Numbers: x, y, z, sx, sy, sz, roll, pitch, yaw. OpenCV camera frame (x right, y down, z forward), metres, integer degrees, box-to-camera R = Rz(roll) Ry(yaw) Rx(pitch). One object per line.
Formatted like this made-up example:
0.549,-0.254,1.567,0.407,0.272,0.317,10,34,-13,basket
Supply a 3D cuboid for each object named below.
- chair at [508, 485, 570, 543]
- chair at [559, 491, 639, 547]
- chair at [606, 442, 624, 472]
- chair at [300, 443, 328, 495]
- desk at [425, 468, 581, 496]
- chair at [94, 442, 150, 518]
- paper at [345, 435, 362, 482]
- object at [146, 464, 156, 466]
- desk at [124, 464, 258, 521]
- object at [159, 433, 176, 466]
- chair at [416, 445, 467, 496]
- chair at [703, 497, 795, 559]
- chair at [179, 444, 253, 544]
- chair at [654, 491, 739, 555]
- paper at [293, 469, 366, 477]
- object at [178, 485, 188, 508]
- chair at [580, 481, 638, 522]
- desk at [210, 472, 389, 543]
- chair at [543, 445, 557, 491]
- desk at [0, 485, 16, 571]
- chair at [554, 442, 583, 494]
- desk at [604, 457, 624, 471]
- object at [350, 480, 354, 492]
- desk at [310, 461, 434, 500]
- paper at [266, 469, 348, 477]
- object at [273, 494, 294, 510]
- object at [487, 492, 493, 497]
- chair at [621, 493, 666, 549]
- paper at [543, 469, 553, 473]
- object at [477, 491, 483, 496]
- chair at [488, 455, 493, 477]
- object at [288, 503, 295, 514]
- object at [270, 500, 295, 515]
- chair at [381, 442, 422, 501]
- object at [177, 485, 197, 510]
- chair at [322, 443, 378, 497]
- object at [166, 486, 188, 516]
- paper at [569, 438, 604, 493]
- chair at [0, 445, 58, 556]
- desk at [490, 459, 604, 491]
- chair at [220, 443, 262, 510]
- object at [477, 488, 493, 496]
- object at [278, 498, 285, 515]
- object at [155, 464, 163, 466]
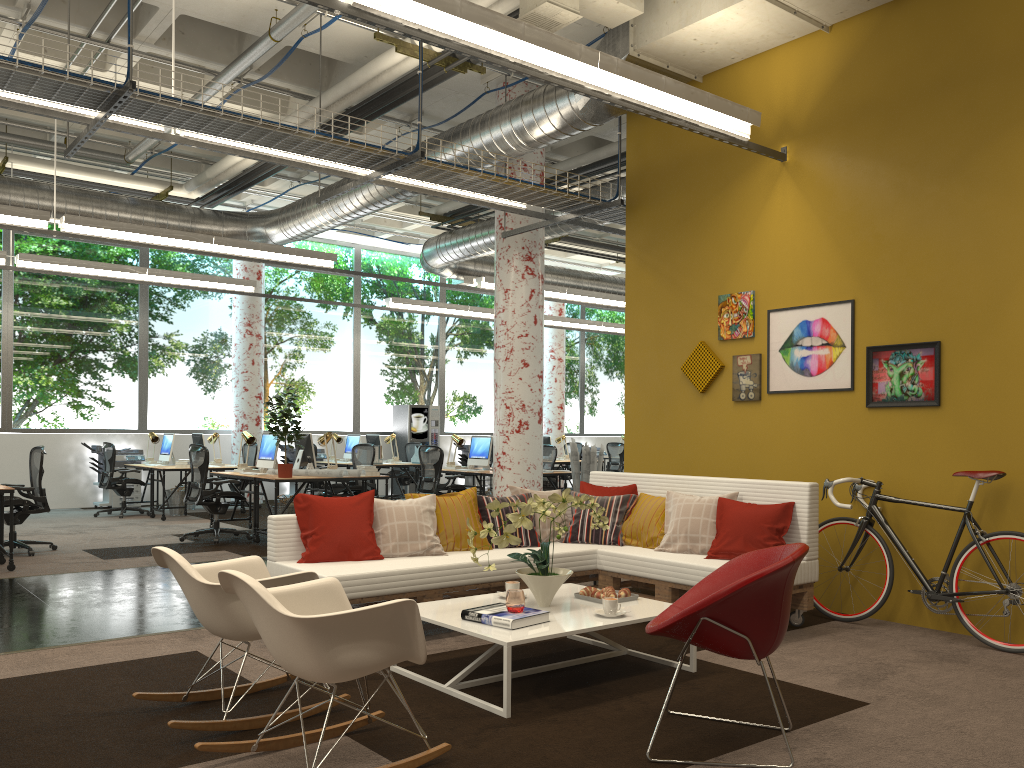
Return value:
0.239,0.966,6.543,0.546,0.437,0.335,2,-2,-33,chair
0.630,0.989,6.463,0.516,0.392,0.358,0,-2,21,chair
2.402,1.821,19.436,0.770,1.085,0.793,0,-2,35,chair
-3.266,1.521,14.941,0.770,1.085,0.793,0,-2,35,chair
-0.136,1.580,12.473,1.402,0.723,1.942,3,-4,-38,desk
-5.714,1.392,12.999,0.770,1.085,0.793,0,-2,35,chair
-2.916,1.561,16.629,0.440,1.198,0.412,0,-1,30,paper
-5.375,1.215,13.252,0.118,0.017,0.439,3,-4,-38,object
-4.892,1.600,13.430,1.402,0.723,1.942,3,-4,-38,desk
-5.183,0.990,13.371,0.190,0.485,0.484,1,-2,-38,object
-0.958,1.372,12.042,0.770,1.085,0.793,0,-2,35,chair
1.519,0.937,5.635,0.519,0.394,0.335,-1,-2,29,chair
-3.371,1.218,10.043,0.770,1.085,0.793,0,-2,35,chair
1.241,0.935,5.960,0.526,0.427,0.312,-1,-2,30,chair
-2.194,1.001,10.051,1.134,0.082,0.083,-1,-2,16,paper
-5.238,1.794,14.088,0.120,0.403,0.235,1,-1,-38,object
0.721,0.967,6.745,0.534,0.437,0.287,0,-1,24,chair
-2.548,1.426,10.474,1.402,0.724,1.942,3,-4,-38,desk
0.349,1.455,13.316,0.770,1.085,0.793,0,-2,35,chair
-5.501,1.290,8.096,1.402,0.723,1.942,3,-4,-38,desk
1.164,1.769,18.691,0.770,1.085,0.793,0,-2,35,chair
3.224,2.029,19.867,1.402,0.723,1.942,3,-4,-38,desk
-2.897,1.973,16.620,0.353,0.398,0.353,1,-2,-19,object
-2.444,1.729,15.372,1.402,0.723,1.942,3,-4,-38,desk
-2.326,0.994,9.947,1.134,0.082,0.083,-1,-2,26,paper
-2.829,1.610,11.177,0.353,0.435,0.359,2,-2,-42,object
-0.197,1.709,12.180,0.353,0.435,0.359,2,-2,-42,object
0.996,0.983,6.287,0.367,0.381,0.521,2,-3,-42,chair
0.192,1.163,11.871,0.626,0.061,0.568,3,-4,-41,paper
-0.482,1.775,13.131,0.120,0.403,0.235,1,-1,-38,object
-0.143,1.687,17.418,0.770,1.085,0.793,0,-2,35,chair
-2.545,1.571,10.225,0.120,0.403,0.235,1,-1,-38,object
-2.610,1.555,10.180,0.353,0.435,0.359,2,-2,-42,object
-1.959,1.604,16.214,0.770,1.085,0.793,0,-2,35,chair
-5.173,1.784,14.133,0.353,0.435,0.359,2,-2,-42,object
-2.064,1.301,11.316,0.770,1.085,0.793,0,-2,35,chair
-4.953,1.729,13.136,0.353,0.435,0.359,2,-2,-42,object
0.973,1.311,11.752,0.440,1.198,0.412,0,-1,30,paper
-5.017,1.164,8.938,0.770,1.085,0.793,0,-2,35,chair
0.679,1.895,17.849,1.402,0.723,1.942,3,-4,-38,desk
-4.407,1.475,14.272,0.770,1.085,0.793,0,-2,35,chair
-0.417,1.765,13.176,0.353,0.435,0.359,2,-2,-42,object
-2.894,1.621,11.132,0.120,0.403,0.235,1,-1,-38,object
-5.177,1.195,12.990,0.106,0.029,0.059,3,-4,-37,object
